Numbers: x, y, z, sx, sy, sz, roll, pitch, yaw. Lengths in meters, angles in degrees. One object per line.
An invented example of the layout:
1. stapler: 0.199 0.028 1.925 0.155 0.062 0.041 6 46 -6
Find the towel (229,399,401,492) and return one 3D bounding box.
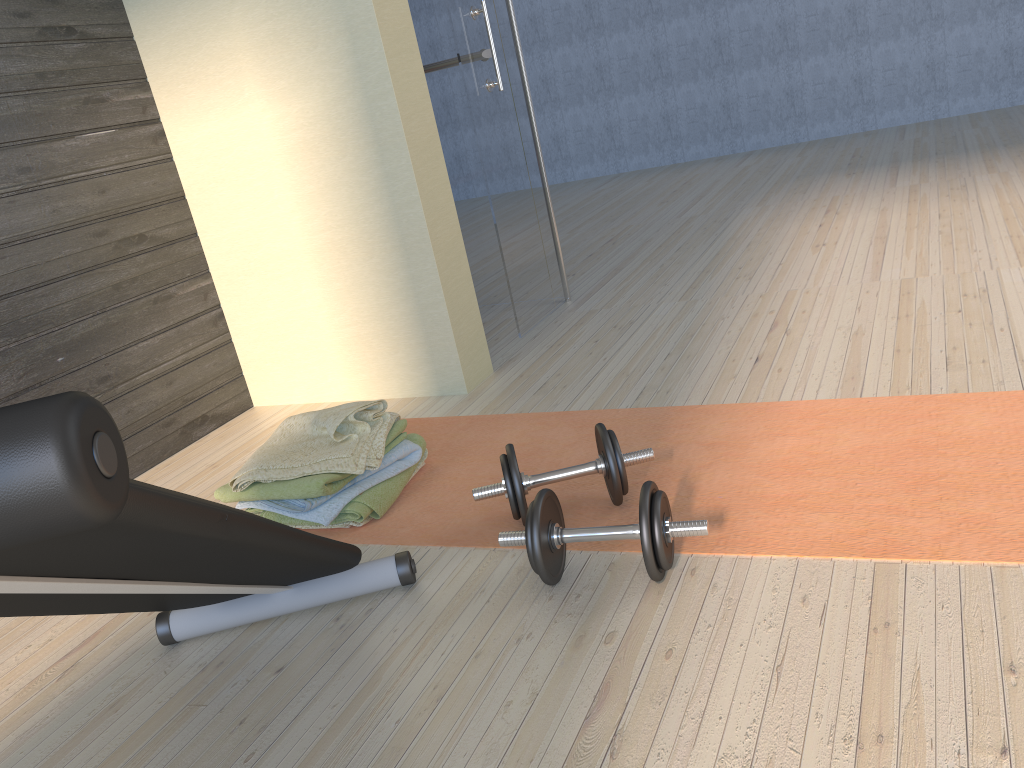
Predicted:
1. towel: -0.477 0.135 2.182 0.384 0.123 0.373 -9 18 11

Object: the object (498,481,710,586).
1. object: 0.159 0.269 1.594 0.385 0.176 0.176 -7 19 18

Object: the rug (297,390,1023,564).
1. rug: 0.664 0.167 1.831 2.779 0.002 0.716 -4 20 26

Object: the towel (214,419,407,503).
1. towel: -0.491 0.193 2.193 0.376 0.085 0.371 -2 21 31

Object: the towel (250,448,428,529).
1. towel: -0.441 0.258 2.240 0.376 0.044 0.371 -4 20 25

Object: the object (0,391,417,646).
1. object: -0.433 0.278 1.024 0.505 0.746 1.312 -14 18 -3

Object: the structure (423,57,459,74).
1. structure: -0.350 -1.252 3.536 0.636 0.046 0.062 -4 20 26

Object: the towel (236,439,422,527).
1. towel: -0.459 0.222 2.201 0.383 0.078 0.383 4 24 42

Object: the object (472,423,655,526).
1. object: 0.107 0.188 1.843 0.385 0.176 0.176 -13 18 -1

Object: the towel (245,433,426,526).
1. towel: -0.432 0.238 2.217 0.380 0.081 0.367 -4 20 24
